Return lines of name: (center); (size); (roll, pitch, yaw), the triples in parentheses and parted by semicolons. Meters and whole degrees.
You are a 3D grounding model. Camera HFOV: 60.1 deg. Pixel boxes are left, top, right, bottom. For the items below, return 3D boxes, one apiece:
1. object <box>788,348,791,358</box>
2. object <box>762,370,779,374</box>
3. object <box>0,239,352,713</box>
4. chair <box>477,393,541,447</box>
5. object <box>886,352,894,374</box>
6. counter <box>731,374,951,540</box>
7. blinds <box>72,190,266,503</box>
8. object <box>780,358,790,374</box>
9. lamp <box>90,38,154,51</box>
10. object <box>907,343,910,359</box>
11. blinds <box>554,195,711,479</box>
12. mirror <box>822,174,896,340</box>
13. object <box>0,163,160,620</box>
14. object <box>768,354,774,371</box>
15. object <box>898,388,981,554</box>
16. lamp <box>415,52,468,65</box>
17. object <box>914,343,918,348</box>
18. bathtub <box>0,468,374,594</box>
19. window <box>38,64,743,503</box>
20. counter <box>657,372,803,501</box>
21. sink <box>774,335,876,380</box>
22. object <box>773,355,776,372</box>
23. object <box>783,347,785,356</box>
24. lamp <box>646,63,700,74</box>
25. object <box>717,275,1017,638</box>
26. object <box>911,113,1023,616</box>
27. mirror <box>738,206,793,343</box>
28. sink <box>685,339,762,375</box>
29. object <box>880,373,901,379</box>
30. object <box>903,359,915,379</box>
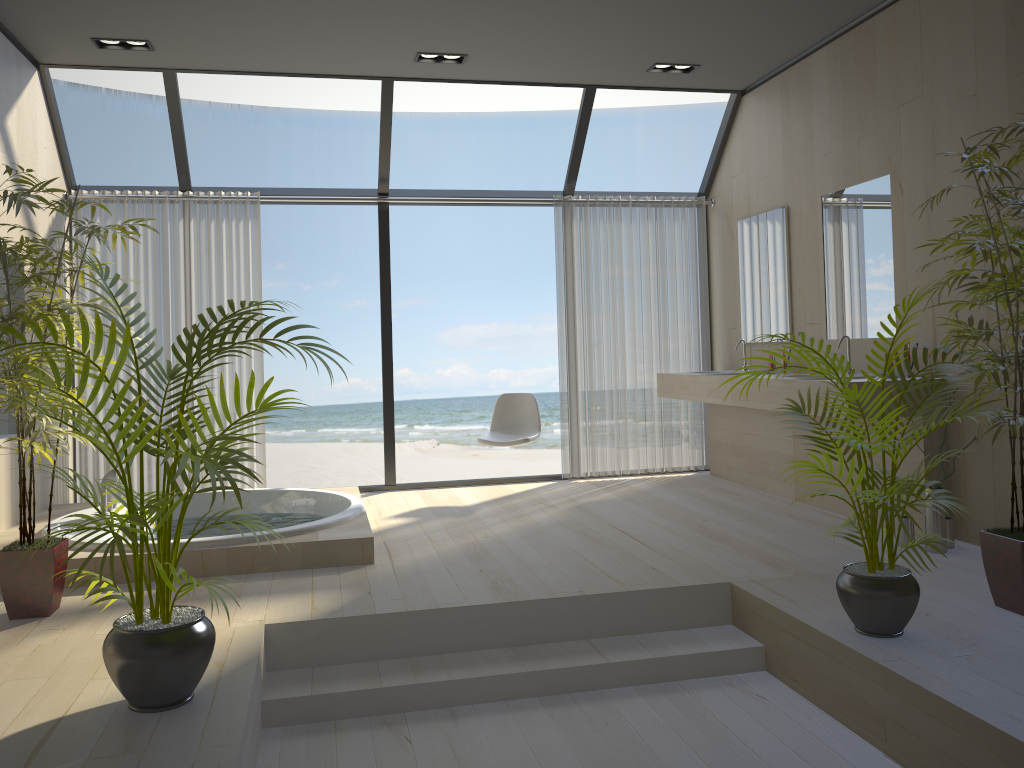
object: (1.741, -0.153, 5.592); (0.054, 0.175, 0.012); (-2, -1, 13)
object: (1.633, -0.077, 5.596); (0.104, 0.029, 0.032); (-1, 1, 28)
object: (-0.975, 0.228, 2.571); (1.065, 1.347, 0.872); (-2, 0, -24)
chair: (-0.012, 0.244, 6.025); (0.369, 0.348, 0.454); (-1, 1, 16)
object: (1.920, -0.094, 4.495); (0.039, 0.135, 0.039); (-2, -1, 29)
counter: (1.738, 0.359, 4.826); (0.550, 0.791, 1.205); (-2, 1, -12)
blinds: (-2.269, -0.254, 5.903); (1.183, 2.073, 0.084); (-2, -1, -12)
object: (1.727, -0.111, 5.595); (0.058, 0.100, 0.058); (-2, 0, -6)
lamp: (-2.188, -1.959, 4.975); (0.301, 0.112, 0.164); (-2, 1, -12)
object: (1.971, -0.116, 4.392); (0.012, 0.178, 0.050); (-2, -1, 27)
blinds: (0.909, -0.371, 6.603); (1.183, 2.073, 0.084); (-2, -1, -12)
mirror: (1.955, -0.688, 4.992); (0.023, 0.869, 0.653); (-1, 0, -12)
object: (-1.947, 0.024, 3.469); (0.786, 1.758, 0.935); (-2, -1, 13)
object: (1.661, -0.130, 5.672); (0.039, 0.135, 0.039); (-2, -1, 36)
object: (2.009, 0.394, 4.130); (0.407, 0.750, 0.273); (-1, -1, -24)
lamp: (-0.433, -2.023, 5.363); (0.301, 0.112, 0.164); (-2, 1, -12)
object: (2.000, -0.117, 4.415); (0.054, 0.175, 0.012); (-2, -1, 13)
bathtub: (-1.704, 0.788, 4.708); (1.821, 0.699, 1.646); (-2, 2, -12)
window: (-0.640, -0.649, 6.074); (4.561, 2.817, 0.744); (-2, -1, -12)
counter: (1.479, 0.323, 6.003); (0.550, 0.791, 1.205); (-2, 1, -12)
sink: (1.687, -0.053, 4.792); (0.504, 0.420, 0.573); (-2, 1, -9)
object: (1.706, -0.135, 5.777); (0.039, 0.135, 0.039); (-2, -1, 36)
object: (1.712, -0.152, 5.570); (0.012, 0.178, 0.050); (-2, -1, 27)
lamp: (1.033, -2.077, 5.686); (0.301, 0.112, 0.164); (-2, 1, -12)
object: (1.151, 0.241, 2.948); (0.915, 1.158, 0.751); (-2, 0, 21)
object: (1.864, -0.074, 3.156); (0.786, 1.758, 0.935); (-2, -1, 13)
mirror: (1.706, -0.718, 5.997); (0.023, 0.869, 0.653); (-1, 0, -12)
sink: (1.428, -0.089, 5.969); (0.504, 0.420, 0.573); (-2, 1, -9)
object: (1.892, -0.041, 4.418); (0.104, 0.029, 0.032); (-1, 1, 28)
object: (1.985, -0.075, 4.418); (0.058, 0.100, 0.058); (-2, 0, -2)
